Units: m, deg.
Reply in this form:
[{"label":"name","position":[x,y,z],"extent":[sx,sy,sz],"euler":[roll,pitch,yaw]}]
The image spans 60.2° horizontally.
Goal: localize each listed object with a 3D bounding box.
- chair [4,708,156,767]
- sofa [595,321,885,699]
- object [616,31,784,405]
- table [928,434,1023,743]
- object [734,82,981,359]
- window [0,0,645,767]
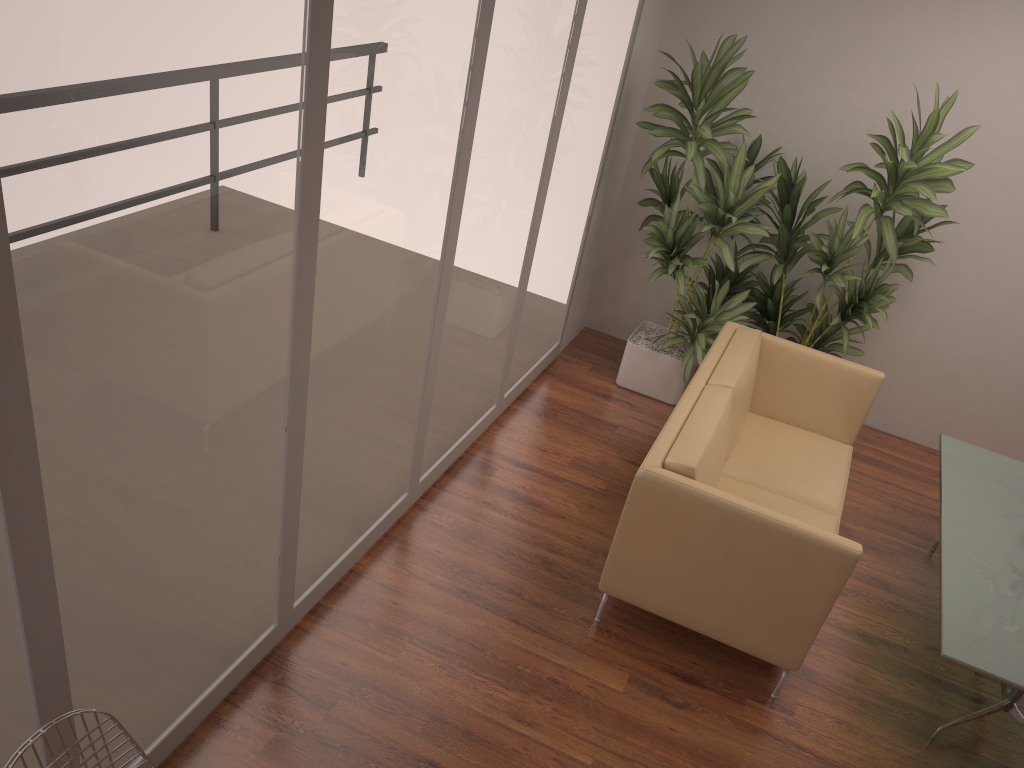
[{"label":"chair","position":[-0.842,1.222,2.048],"extent":[0.557,0.940,0.524],"euler":[21,33,14]},{"label":"sofa","position":[1.147,0.456,4.189],"extent":[0.872,0.875,1.737],"euler":[22,31,15]},{"label":"object","position":[1.170,-0.900,5.195],"extent":[0.948,2.198,1.055],"euler":[32,37,29]},{"label":"table","position":[2.274,1.015,3.957],"extent":[0.933,0.585,1.804],"euler":[21,31,15]},{"label":"object","position":[1.787,-0.676,5.048],"extent":[1.063,2.198,0.940],"euler":[29,35,25]},{"label":"window","position":[-0.955,-0.068,1.655],"extent":[0.062,3.424,8.257],"euler":[22,31,15]}]
